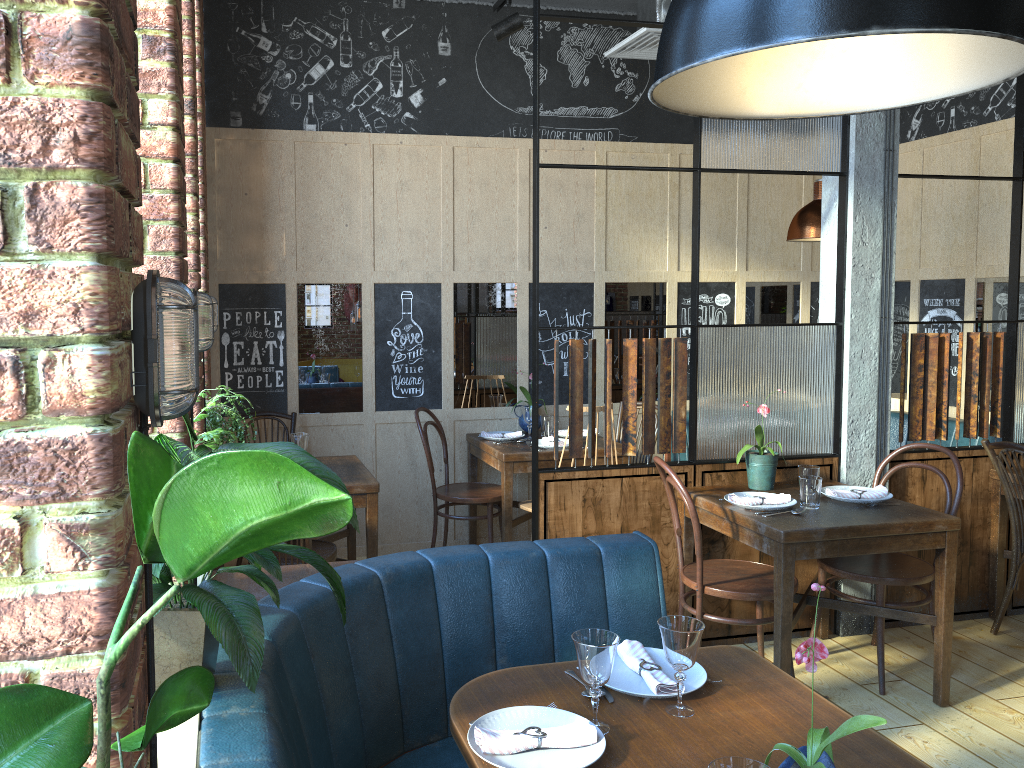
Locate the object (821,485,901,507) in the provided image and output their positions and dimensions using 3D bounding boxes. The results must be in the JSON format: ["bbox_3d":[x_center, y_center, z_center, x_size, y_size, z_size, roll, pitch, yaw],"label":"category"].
[{"bbox_3d":[1.390,0.438,3.591,0.265,0.051,0.331,-2,6,-13],"label":"object"}]

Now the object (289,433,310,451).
[{"bbox_3d":[-0.999,0.332,4.149,0.094,0.191,0.103,-4,6,-45],"label":"object"}]

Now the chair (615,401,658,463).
[{"bbox_3d":[0.627,0.578,5.232,0.498,0.913,0.425,-4,6,-41],"label":"chair"}]

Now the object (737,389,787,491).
[{"bbox_3d":[1.063,0.237,3.755,0.192,0.426,0.154,-4,6,-44],"label":"object"}]

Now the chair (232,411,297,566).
[{"bbox_3d":[-1.309,0.633,4.811,0.393,0.913,0.538,-2,5,-21],"label":"chair"}]

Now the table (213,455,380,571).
[{"bbox_3d":[-1.069,0.782,4.263,0.734,0.725,0.769,-2,5,-16],"label":"table"}]

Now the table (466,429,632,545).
[{"bbox_3d":[0.192,0.688,5.152,0.734,0.725,0.769,-2,5,-16],"label":"table"}]

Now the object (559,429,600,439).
[{"bbox_3d":[0.381,0.286,5.268,0.265,0.051,0.331,-2,6,-13],"label":"object"}]

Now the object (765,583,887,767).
[{"bbox_3d":[0.452,0.537,1.321,0.137,0.430,0.217,0,4,2],"label":"object"}]

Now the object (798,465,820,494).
[{"bbox_3d":[1.223,0.400,3.635,0.088,0.119,0.080,4,6,43],"label":"object"}]

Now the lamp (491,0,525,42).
[{"bbox_3d":[3.942,-1.742,2.105,6.124,0.273,7.408,-2,6,-16],"label":"lamp"}]

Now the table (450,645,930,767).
[{"bbox_3d":[0.438,1.073,1.439,0.804,0.659,1.579,-2,5,-17],"label":"table"}]

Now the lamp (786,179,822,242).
[{"bbox_3d":[1.680,-1.442,4.712,0.351,1.332,0.386,-4,6,-43],"label":"lamp"}]

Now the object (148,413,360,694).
[{"bbox_3d":[-0.582,0.193,1.580,0.594,0.750,0.752,-2,5,-17],"label":"object"}]

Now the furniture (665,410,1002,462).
[{"bbox_3d":[1.931,0.621,5.198,1.458,0.820,1.479,-2,5,-16],"label":"furniture"}]

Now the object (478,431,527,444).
[{"bbox_3d":[-0.054,0.298,5.168,0.263,0.051,0.334,-2,6,-18],"label":"object"}]

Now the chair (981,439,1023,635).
[{"bbox_3d":[2.383,0.699,3.821,0.514,0.913,0.412,-1,4,-10],"label":"chair"}]

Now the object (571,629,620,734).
[{"bbox_3d":[0.171,0.612,1.805,0.101,0.191,0.096,1,4,14],"label":"object"}]

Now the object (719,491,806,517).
[{"bbox_3d":[0.981,0.454,3.453,0.265,0.051,0.331,-2,6,-13],"label":"object"}]

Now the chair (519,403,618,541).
[{"bbox_3d":[0.330,0.593,4.717,0.515,1.004,0.469,-2,5,-29],"label":"chair"}]

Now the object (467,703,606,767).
[{"bbox_3d":[0.052,0.693,1.711,0.265,0.051,0.331,-2,6,-13],"label":"object"}]

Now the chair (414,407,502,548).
[{"bbox_3d":[-0.282,0.599,5.086,0.565,0.919,0.427,1,4,17],"label":"chair"}]

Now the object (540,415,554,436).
[{"bbox_3d":[0.211,0.250,5.297,0.081,0.119,0.087,-2,5,-26],"label":"object"}]

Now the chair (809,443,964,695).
[{"bbox_3d":[1.546,0.722,3.651,0.532,0.919,0.453,-2,5,-23],"label":"chair"}]

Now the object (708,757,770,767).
[{"bbox_3d":[0.335,0.660,1.285,0.101,0.191,0.096,1,4,14],"label":"object"}]

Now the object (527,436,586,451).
[{"bbox_3d":[0.258,0.322,4.897,0.319,0.051,0.275,-2,6,-12],"label":"object"}]

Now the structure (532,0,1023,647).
[{"bbox_3d":[4.233,-0.397,2.571,5.788,3.320,6.101,-4,6,-32],"label":"structure"}]

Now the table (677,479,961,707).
[{"bbox_3d":[1.185,0.832,3.556,0.734,0.725,0.769,-2,5,-16],"label":"table"}]

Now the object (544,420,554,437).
[{"bbox_3d":[0.227,0.270,5.083,0.081,0.119,0.087,-2,5,-26],"label":"object"}]

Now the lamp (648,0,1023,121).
[{"bbox_3d":[0.479,-1.112,1.287,0.532,1.324,0.527,0,4,2],"label":"lamp"}]

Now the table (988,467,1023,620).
[{"bbox_3d":[2.739,0.785,3.924,0.734,0.725,0.769,-2,5,-16],"label":"table"}]

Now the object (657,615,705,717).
[{"bbox_3d":[0.359,0.604,1.878,0.101,0.191,0.096,1,4,14],"label":"object"}]

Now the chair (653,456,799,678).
[{"bbox_3d":[0.836,0.744,3.476,0.552,0.919,0.437,0,4,2],"label":"chair"}]

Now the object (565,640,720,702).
[{"bbox_3d":[0.294,0.660,2.038,0.319,0.051,0.275,-2,6,-12],"label":"object"}]

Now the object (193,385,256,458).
[{"bbox_3d":[-1.032,0.237,2.668,0.425,0.482,0.457,0,5,6],"label":"object"}]

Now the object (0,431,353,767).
[{"bbox_3d":[-0.264,0.361,0.335,0.391,0.662,0.506,0,5,7],"label":"object"}]

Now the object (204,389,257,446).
[{"bbox_3d":[-1.362,0.182,3.842,0.487,0.369,0.621,-2,5,-16],"label":"object"}]

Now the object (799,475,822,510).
[{"bbox_3d":[1.156,0.421,3.418,0.088,0.119,0.080,4,6,43],"label":"object"}]

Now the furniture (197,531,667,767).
[{"bbox_3d":[0.176,0.998,1.381,1.334,0.820,2.678,-2,6,-17],"label":"furniture"}]

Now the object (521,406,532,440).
[{"bbox_3d":[0.103,0.227,5.159,0.094,0.191,0.103,-4,6,-45],"label":"object"}]

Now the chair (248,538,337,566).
[{"bbox_3d":[-0.961,0.728,3.792,0.409,0.913,0.518,0,4,3],"label":"chair"}]

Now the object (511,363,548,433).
[{"bbox_3d":[0.104,0.083,5.418,0.212,0.430,0.140,-2,4,-19],"label":"object"}]
